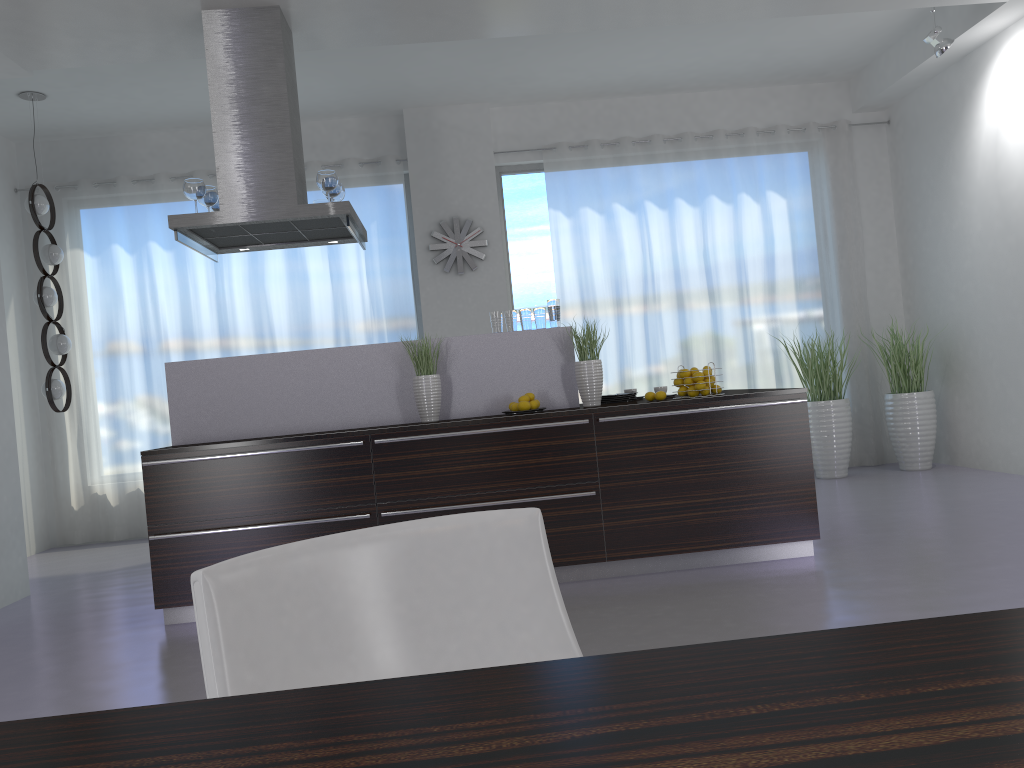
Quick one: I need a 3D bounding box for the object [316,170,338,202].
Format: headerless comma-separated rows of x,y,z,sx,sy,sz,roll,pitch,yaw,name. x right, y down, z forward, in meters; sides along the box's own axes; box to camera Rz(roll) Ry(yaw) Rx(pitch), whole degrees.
-1.049,-1.101,5.064,0.125,0.221,0.125,-6,0,21,object

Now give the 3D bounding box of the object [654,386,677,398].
0.863,0.050,5.135,0.153,0.069,0.153,-5,0,-30,object

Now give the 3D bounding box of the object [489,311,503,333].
-0.084,-0.339,4.892,0.072,0.119,0.071,-5,-1,-43,object

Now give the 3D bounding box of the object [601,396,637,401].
0.601,0.088,5.108,0.232,0.020,0.232,-5,0,5,object

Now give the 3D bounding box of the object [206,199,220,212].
-1.775,-1.031,5.314,0.125,0.221,0.125,-6,0,21,object

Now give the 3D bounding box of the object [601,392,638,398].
0.419,0.022,5.178,0.646,0.147,0.269,-6,0,22,object

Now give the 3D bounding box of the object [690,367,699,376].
0.955,-0.062,4.643,0.051,0.053,0.063,-5,0,-2,object

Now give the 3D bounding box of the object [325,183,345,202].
-1.067,-1.097,5.368,0.125,0.221,0.125,-6,0,21,object

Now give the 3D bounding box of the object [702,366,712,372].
1.028,-0.067,4.666,0.050,0.060,0.059,-5,0,-4,object

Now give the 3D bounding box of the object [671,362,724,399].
0.969,-0.020,4.643,0.189,0.174,0.207,-5,-1,-38,object

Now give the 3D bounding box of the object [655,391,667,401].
0.770,0.061,4.597,0.063,0.051,0.053,-5,0,1,object

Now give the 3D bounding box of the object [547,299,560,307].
0.234,-0.407,4.911,0.072,0.119,0.071,-6,-1,37,object

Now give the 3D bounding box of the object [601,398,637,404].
0.602,0.098,5.108,0.232,0.020,0.232,-5,0,5,object

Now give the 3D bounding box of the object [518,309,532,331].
0.077,-0.354,4.902,0.072,0.119,0.071,-6,-1,37,object

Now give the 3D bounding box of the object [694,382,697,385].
0.973,-0.014,4.732,0.053,0.055,0.060,-6,-1,40,object

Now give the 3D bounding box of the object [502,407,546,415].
0.064,0.143,4.631,0.232,0.020,0.232,-5,0,5,object

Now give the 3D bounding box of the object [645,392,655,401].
0.725,0.066,4.643,0.053,0.051,0.063,-5,-1,-34,object

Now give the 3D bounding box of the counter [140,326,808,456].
-0.171,0.383,5.005,3.291,1.300,1.302,-5,0,-3,counter

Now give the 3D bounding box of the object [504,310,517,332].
-0.004,-0.346,4.897,0.072,0.119,0.071,-6,-1,37,object

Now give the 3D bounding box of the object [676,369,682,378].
0.895,-0.048,4.673,0.052,0.060,0.057,-5,0,-15,object

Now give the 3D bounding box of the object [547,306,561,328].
0.237,-0.369,4.911,0.072,0.119,0.071,-6,-1,37,object

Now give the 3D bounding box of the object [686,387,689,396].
0.926,0.042,4.686,0.061,0.053,0.053,-6,-1,39,object

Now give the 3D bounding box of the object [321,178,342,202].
-1.059,-1.099,5.221,0.125,0.221,0.125,-6,0,21,object

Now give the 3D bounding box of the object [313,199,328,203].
-1.176,-1.062,5.583,0.137,0.174,0.137,-5,-1,-38,object

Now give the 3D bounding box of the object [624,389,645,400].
0.718,0.065,5.365,0.153,0.069,0.153,-6,0,30,object

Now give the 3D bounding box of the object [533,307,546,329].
0.157,-0.361,4.906,0.072,0.119,0.071,-6,-1,37,object

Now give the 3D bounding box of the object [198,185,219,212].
-1.765,-1.033,5.157,0.125,0.221,0.125,-6,0,21,object

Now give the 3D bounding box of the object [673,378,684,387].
0.878,-0.007,4.653,0.053,0.051,0.063,-5,-1,-34,object

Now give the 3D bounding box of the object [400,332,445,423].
-0.461,-0.049,4.667,0.269,0.502,0.247,-5,0,-3,object

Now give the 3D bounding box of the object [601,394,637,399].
0.600,0.078,5.108,0.232,0.020,0.232,-5,0,0,object

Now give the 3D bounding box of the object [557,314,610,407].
0.422,-0.132,4.743,0.247,0.502,0.269,-6,-1,40,object
